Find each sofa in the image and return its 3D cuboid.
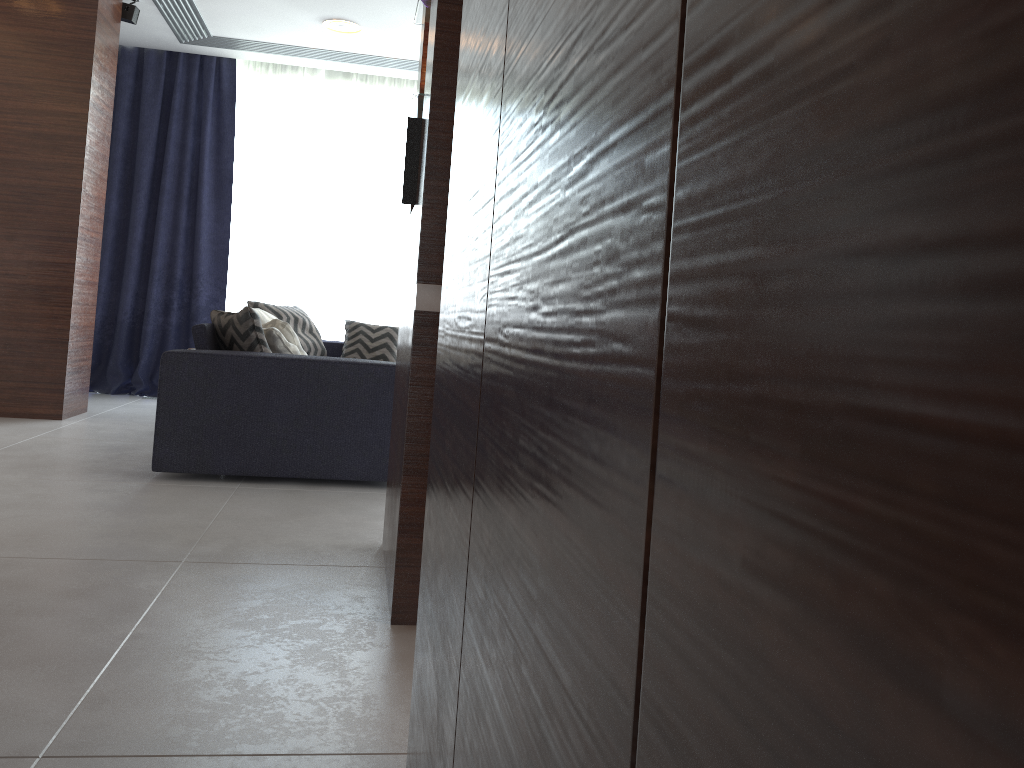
[{"bbox_3d":[-0.678,0.020,4.970,1.896,0.608,2.879,4,3,-10],"label":"sofa"}]

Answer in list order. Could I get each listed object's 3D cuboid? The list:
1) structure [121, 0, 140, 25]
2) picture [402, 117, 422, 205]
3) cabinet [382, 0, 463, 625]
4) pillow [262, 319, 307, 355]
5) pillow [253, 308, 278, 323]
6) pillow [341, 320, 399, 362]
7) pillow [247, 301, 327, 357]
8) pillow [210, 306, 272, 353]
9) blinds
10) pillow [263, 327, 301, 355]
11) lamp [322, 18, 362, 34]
[{"bbox_3d":[-2.378,-2.315,5.481,0.114,0.142,0.084,4,0,-5],"label":"structure"},{"bbox_3d":[-0.191,-0.573,2.298,0.175,0.222,0.051,4,-1,-6],"label":"picture"},{"bbox_3d":[1.370,-0.666,2.628,3.330,2.556,0.785,4,-1,-10],"label":"cabinet"},{"bbox_3d":[-1.155,-0.143,4.300,0.419,0.351,0.279,5,1,33],"label":"pillow"},{"bbox_3d":[-1.329,-0.226,4.963,0.342,0.388,0.496,4,1,-10],"label":"pillow"},{"bbox_3d":[-0.974,-0.262,6.126,0.414,0.345,0.286,4,0,-5],"label":"pillow"},{"bbox_3d":[-1.488,-0.273,5.879,0.356,0.519,0.597,4,1,21],"label":"pillow"},{"bbox_3d":[-1.137,-0.140,3.789,0.221,0.386,0.416,4,1,-40],"label":"pillow"},{"bbox_3d":[0.084,-0.971,4.329,7.129,2.775,5.808,4,2,-6],"label":"blinds"},{"bbox_3d":[-1.080,-0.114,4.025,0.417,0.295,0.329,6,2,42],"label":"pillow"},{"bbox_3d":[0.824,-1.877,1.431,5.332,0.084,9.616,3,4,-24],"label":"lamp"}]
